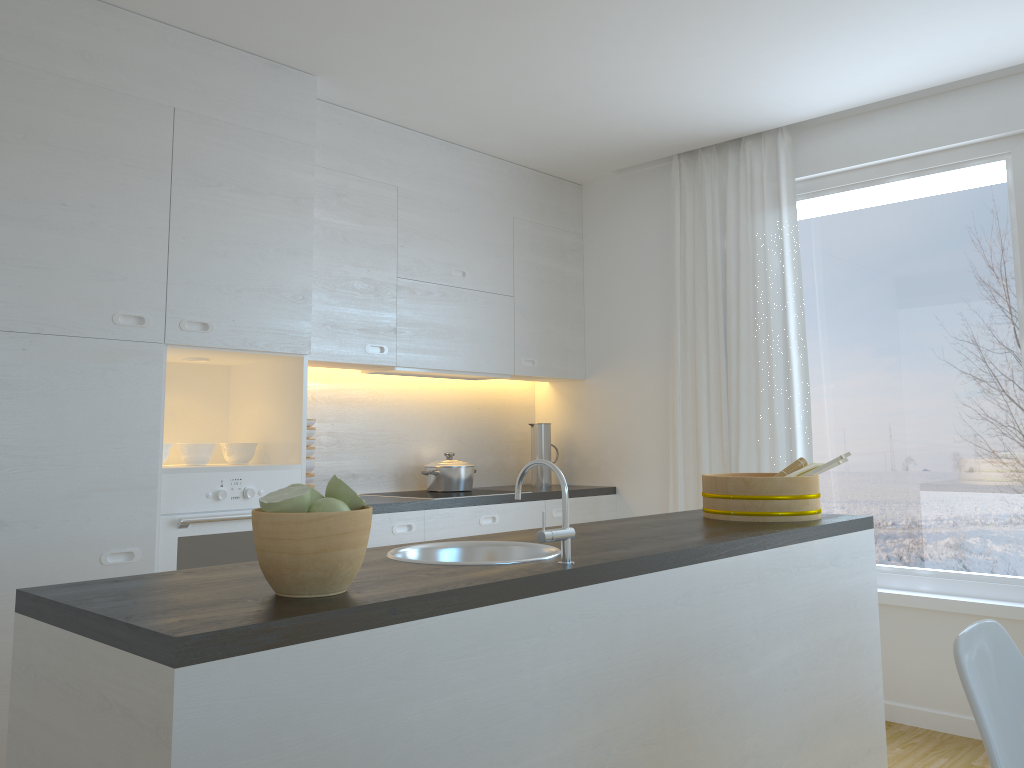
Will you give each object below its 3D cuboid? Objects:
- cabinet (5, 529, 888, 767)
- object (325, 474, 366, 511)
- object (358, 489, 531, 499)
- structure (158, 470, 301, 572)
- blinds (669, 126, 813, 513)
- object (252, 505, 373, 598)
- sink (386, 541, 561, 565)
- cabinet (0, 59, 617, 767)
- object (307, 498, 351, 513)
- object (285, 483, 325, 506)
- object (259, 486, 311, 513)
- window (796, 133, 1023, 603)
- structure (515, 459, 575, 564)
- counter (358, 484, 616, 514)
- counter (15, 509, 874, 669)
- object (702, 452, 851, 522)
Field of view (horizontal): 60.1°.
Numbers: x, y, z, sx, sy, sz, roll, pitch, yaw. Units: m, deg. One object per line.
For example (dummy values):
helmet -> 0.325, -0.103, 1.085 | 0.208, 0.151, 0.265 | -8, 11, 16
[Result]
cabinet -> 0.157, 0.895, 2.186 | 0.598, 0.916, 2.393 | -6, -7, 43
object -> -0.299, 0.198, 1.592 | 0.074, 0.072, 0.077 | 2, -6, -22
object -> -0.328, 0.543, 4.359 | 0.560, 0.013, 0.652 | -4, -5, 43
structure -> -1.004, 0.619, 3.199 | 0.049, 0.600, 0.559 | -7, -9, 43
blinds -> 1.072, -0.212, 4.384 | 0.792, 2.176, 0.149 | -7, -9, 42
object -> -0.346, 0.287, 1.533 | 0.205, 0.143, 0.204 | -1, -5, 4
sink -> -0.086, 0.463, 2.034 | 0.404, 0.158, 0.401 | 0, -4, -5
cabinet -> -0.694, 0.212, 3.916 | 0.479, 2.318, 3.191 | -7, -8, 43
object -> -0.313, 0.238, 1.524 | 0.081, 0.086, 0.097 | -1, -5, 8
object -> -0.373, 0.227, 1.580 | 0.102, 0.099, 0.086 | 2, -6, -26
object -> -0.383, 0.207, 1.494 | 0.084, 0.066, 0.085 | 3, -6, -35
window -> 2.193, -0.088, 3.591 | 2.718, 1.932, 0.088 | -5, -8, 43
structure -> 0.046, 0.270, 1.896 | 0.161, 0.217, 0.096 | -6, -9, 43
counter -> -0.328, 0.560, 4.352 | 0.598, 0.040, 1.994 | -4, -5, 43
counter -> 0.153, 0.421, 2.246 | 0.599, 0.040, 2.393 | -4, -5, 43
object -> 0.847, 0.333, 2.945 | 0.429, 0.216, 0.376 | 1, -5, -19
